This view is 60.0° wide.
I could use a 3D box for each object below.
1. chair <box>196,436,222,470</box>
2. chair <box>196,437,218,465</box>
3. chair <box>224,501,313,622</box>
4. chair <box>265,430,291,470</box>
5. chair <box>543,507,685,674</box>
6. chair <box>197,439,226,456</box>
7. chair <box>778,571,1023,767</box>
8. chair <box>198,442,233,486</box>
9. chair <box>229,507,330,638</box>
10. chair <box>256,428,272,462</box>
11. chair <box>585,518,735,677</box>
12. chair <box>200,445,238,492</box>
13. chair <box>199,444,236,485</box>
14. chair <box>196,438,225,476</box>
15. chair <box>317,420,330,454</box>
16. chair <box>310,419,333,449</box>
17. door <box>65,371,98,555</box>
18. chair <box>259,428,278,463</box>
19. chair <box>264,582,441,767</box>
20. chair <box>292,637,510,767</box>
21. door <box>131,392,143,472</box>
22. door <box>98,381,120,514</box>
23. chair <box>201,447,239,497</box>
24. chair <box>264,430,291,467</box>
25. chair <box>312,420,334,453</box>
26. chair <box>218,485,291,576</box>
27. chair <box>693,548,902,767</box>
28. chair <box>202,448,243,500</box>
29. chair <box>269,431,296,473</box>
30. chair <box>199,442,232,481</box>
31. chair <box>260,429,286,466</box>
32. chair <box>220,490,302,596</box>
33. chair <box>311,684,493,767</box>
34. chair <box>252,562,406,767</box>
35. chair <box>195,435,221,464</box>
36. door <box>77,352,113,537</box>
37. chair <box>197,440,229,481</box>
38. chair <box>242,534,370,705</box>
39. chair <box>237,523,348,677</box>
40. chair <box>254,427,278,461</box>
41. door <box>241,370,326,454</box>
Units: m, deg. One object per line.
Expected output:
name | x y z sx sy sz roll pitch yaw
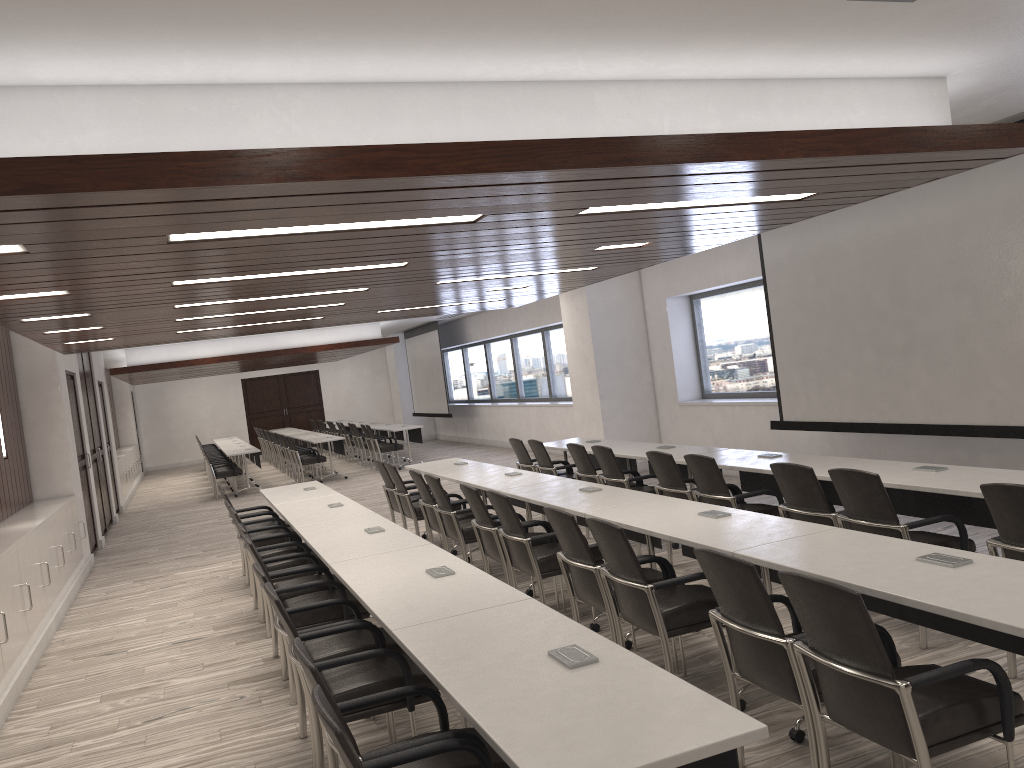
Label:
chair | -7.882 1.780 23.214 0.638 0.939 0.513 -8 1 -21
chair | -7.544 1.756 22.279 0.638 0.939 0.513 -8 1 -20
chair | -1.910 1.348 7.102 0.638 0.939 0.513 -8 1 -21
chair | -5.424 1.511 20.893 0.638 0.939 0.513 -8 1 -20
chair | 0.565 1.077 4.781 0.638 0.939 0.513 -8 1 -21
chair | -7.002 1.716 20.855 0.638 0.939 0.513 -8 1 -21
chair | 1.276 1.025 2.884 0.638 0.939 0.513 -8 1 -20
chair | -6.301 1.666 18.928 0.638 0.939 0.513 -8 1 -20
chair | -1.715 1.333 6.619 0.638 0.939 0.513 -8 1 -20
chair | -6.468 1.586 23.751 0.638 0.939 0.513 -8 1 -20
chair | 0.754 1.062 4.297 0.638 0.939 0.513 -8 1 -20
chair | -5.767 1.627 17.514 0.638 0.939 0.513 -8 1 -21
chair | -5.952 1.640 18.014 0.638 0.939 0.513 -8 1 -20
chair | -7.360 1.743 21.787 0.638 0.939 0.513 -8 1 -21
chair | -4.746 1.372 23.335 0.638 0.939 0.513 -8 1 -20
chair | -5.266 1.409 24.753 0.638 0.939 0.513 -8 1 -20
door | -5.440 1.004 11.098 0.200 2.323 1.163 -8 1 -20
chair | -6.123 1.561 22.813 0.638 0.939 0.513 -8 1 -20
chair | -0.662 1.257 3.761 0.638 0.939 0.513 -8 1 -20
chair | -0.316 1.232 2.844 0.638 0.939 0.513 -8 1 -21
door | -10.434 1.366 24.549 0.200 2.323 1.163 -8 1 -20
door | -6.926 1.112 15.100 0.200 2.323 1.163 -8 1 -20
chair | -5.420 1.602 16.574 0.638 0.939 0.513 -8 1 -21
chair | -5.597 1.523 21.388 0.638 0.939 0.513 -8 1 -20
chair | -5.093 1.397 24.262 0.638 0.939 0.513 -8 1 -19
chair | -2.439 1.386 8.539 0.638 0.939 0.513 -8 1 -21
chair | 1.096 1.038 3.367 0.638 0.939 0.513 -8 1 -21
chair | -5.230 1.587 16.087 0.638 0.939 0.513 -8 1 -19
chair | -5.073 1.485 19.949 0.638 0.939 0.513 -8 1 -20
chair | -6.475 1.678 19.416 0.638 0.939 0.513 -8 1 -20
chair | -5.949 1.549 22.323 0.638 0.939 0.513 -8 1 -20
chair | -2.254 1.372 8.042 0.638 0.939 0.513 -8 1 -21
chair | -0.144 1.220 2.349 0.638 0.939 0.513 -8 1 -20
chair | -0.855 1.271 4.259 0.638 0.939 0.513 -8 1 -21
chair | -8.067 1.794 23.704 0.638 0.939 0.513 -8 1 -20
door | -6.220 0.777 13.095 0.200 2.889 2.327 -8 1 -20
chair | -6.835 1.705 20.358 0.638 0.939 0.513 -8 1 -20
chair | -1.186 1.295 5.189 0.638 0.939 0.513 -8 1 -20
chair | -1.371 1.308 5.686 0.638 0.939 0.513 -8 1 -21
chair | -6.664 1.601 24.231 0.638 0.939 0.513 -8 1 -21
door | -6.927 0.858 27.100 2.329 2.323 0.200 -8 1 -20
